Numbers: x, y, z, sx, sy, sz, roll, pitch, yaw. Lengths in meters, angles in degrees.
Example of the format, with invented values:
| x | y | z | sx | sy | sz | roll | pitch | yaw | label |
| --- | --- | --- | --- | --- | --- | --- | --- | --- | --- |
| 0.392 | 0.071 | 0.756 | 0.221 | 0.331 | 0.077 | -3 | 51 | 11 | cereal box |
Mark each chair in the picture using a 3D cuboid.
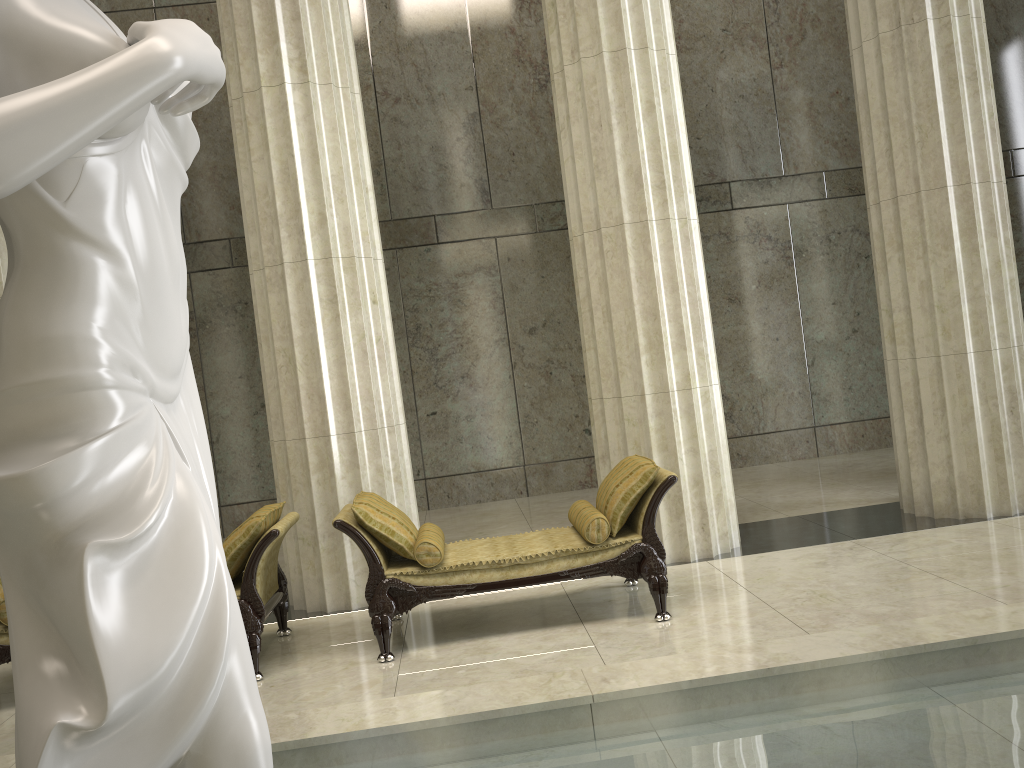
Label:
| x | y | z | sx | sy | sz | roll | pitch | yaw | label |
| --- | --- | --- | --- | --- | --- | --- | --- | --- | --- |
| -0.005 | 1.079 | 5.814 | 2.172 | 0.950 | 0.993 | -7 | 1 | -4 | chair |
| -2.448 | 1.390 | 5.644 | 2.172 | 0.950 | 0.993 | -7 | 1 | -4 | chair |

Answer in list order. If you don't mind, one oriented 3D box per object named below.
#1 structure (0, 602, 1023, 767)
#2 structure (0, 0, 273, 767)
| x | y | z | sx | sy | sz | roll | pitch | yaw | label |
| --- | --- | --- | --- | --- | --- | --- | --- | --- | --- |
| -0.686 | 1.631 | 1.862 | 11.573 | 0.508 | 3.754 | -7 | 1 | -4 | structure |
| -0.841 | 0.187 | 1.817 | 0.729 | 3.044 | 0.940 | -7 | 1 | -9 | structure |
